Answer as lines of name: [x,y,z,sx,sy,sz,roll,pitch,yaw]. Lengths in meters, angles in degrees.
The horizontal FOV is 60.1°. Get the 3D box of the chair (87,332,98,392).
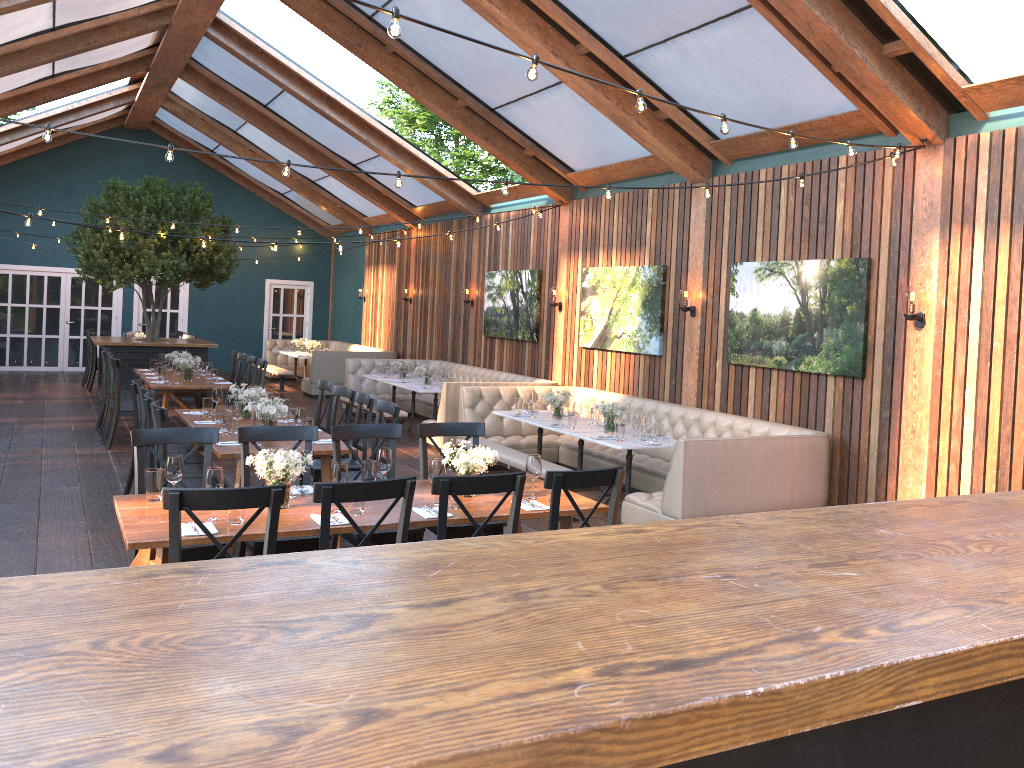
chair: [-7.166,-0.386,15.605,0.539,1.019,0.479,2,2,-28]

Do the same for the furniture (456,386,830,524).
furniture: [1.068,0.651,8.886,1.708,0.857,4.173,1,5,-28]

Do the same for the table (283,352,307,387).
table: [-4.217,-0.283,18.066,0.798,0.671,0.801,1,4,-27]

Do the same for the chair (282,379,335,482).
chair: [-1.929,0.486,8.230,0.539,1.019,0.479,2,2,-28]

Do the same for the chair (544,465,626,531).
chair: [0.246,0.904,4.512,0.477,1.019,0.541,2,2,-33]

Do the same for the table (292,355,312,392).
table: [-3.840,-0.204,17.343,0.798,0.671,0.801,1,4,-29]

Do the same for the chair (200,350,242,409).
chair: [-4.025,0.046,12.250,0.539,1.019,0.479,2,2,-28]

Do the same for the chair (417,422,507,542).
chair: [-0.336,0.782,5.629,0.477,1.019,0.541,2,2,-28]

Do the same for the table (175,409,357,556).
table: [-2.104,0.711,7.198,0.949,0.728,2.440,1,5,-28]

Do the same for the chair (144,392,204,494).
chair: [-2.533,0.592,6.649,0.539,1.019,0.479,2,2,-22]

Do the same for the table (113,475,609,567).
table: [-0.775,0.986,4.700,2.429,0.729,0.954,0,4,-28]

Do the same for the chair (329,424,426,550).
chair: [-0.832,0.781,5.370,0.477,1.019,0.541,2,2,-33]

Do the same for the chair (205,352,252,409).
chair: [-3.766,0.101,11.753,0.539,1.019,0.479,1,2,-33]

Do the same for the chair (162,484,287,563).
chair: [-1.242,0.901,3.734,0.477,1.019,0.541,2,2,-23]

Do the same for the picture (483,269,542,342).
picture: [-0.020,-1.160,12.930,0.065,0.996,1.656,2,4,-28]

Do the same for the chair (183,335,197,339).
chair: [-6.082,-0.382,16.153,0.539,1.019,0.478,1,2,-45]

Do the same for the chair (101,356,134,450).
chair: [-4.380,0.207,10.169,0.539,1.019,0.479,1,2,-33]

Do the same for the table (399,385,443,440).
table: [-1.039,0.384,11.971,0.798,0.671,0.801,1,4,-28]

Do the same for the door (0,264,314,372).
door: [-8.461,-1.370,19.456,8.166,2.206,0.174,0,2,-28]

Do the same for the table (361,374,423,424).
table: [-1.793,0.226,13.417,0.798,0.671,0.801,1,4,-29]

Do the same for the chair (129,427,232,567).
chair: [-1.824,0.779,4.851,0.477,1.019,0.541,2,2,-33]

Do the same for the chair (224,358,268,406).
chair: [-3.248,0.209,10.761,0.539,1.019,0.479,2,2,-23]

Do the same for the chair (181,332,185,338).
chair: [-6.590,-0.492,17.170,0.539,1.019,0.479,2,2,-23]

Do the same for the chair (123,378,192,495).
chair: [-3.050,0.484,7.636,0.539,1.019,0.478,2,2,-20]

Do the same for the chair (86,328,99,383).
chair: [-7.928,-0.549,17.102,0.539,1.019,0.479,2,2,-22]

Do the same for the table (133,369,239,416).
table: [-4.188,0.274,11.196,0.949,0.728,2.440,1,5,-28]

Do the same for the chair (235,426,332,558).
chair: [-1.328,0.780,5.110,0.477,1.019,0.541,2,2,-28]

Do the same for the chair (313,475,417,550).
chair: [-0.746,0.902,3.993,0.477,1.019,0.541,2,2,-33]

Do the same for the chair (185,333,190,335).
chair: [-6.331,-0.438,16.674,0.539,1.019,0.479,2,2,-28]

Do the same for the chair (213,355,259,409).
chair: [-3.507,0.155,11.257,0.539,1.019,0.479,2,2,-28]

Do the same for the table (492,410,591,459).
table: [0.295,0.664,9.412,0.798,0.671,0.801,1,4,-29]

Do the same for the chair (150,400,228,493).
chair: [-2.269,0.647,6.156,0.539,1.019,0.479,2,2,-28]

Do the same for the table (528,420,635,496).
table: [0.672,0.743,8.689,0.798,0.671,0.801,1,4,-27]

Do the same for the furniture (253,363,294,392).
furniture: [-4.823,-0.149,17.767,0.312,0.398,2.337,1,5,-28]

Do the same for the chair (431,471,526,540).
chair: [-0.250,0.903,4.252,0.477,1.019,0.541,2,2,-28]

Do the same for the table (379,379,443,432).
table: [-1.416,0.305,12.694,0.798,0.671,0.801,1,4,-27]

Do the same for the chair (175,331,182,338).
chair: [-6.848,-0.546,17.666,0.539,1.019,0.479,1,2,-33]

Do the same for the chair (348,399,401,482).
chair: [-1.152,0.649,6.740,0.539,1.019,0.479,2,2,-28]

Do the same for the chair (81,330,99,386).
chair: [-7.740,-0.495,16.568,0.539,1.019,0.479,2,2,-23]

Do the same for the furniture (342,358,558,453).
furniture: [-1.022,0.212,12.895,1.708,0.857,4.173,1,5,-28]

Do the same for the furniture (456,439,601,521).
furniture: [0.070,0.878,8.380,0.312,0.398,2.337,1,5,-28]

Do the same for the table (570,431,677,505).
table: [1.049,0.823,7.966,0.798,0.671,0.801,1,4,-28]

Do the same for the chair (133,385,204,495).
chair: [-2.762,0.539,7.146,0.539,1.019,0.479,2,2,-31]

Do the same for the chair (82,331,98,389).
chair: [-7.468,-0.441,16.079,0.539,1.019,0.479,1,2,-33]

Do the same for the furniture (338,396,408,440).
furniture: [-2.017,0.440,12.385,0.312,0.398,2.337,1,5,-28]

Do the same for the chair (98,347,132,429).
chair: [-5.145,0.044,11.663,0.539,1.019,0.479,2,2,-23]

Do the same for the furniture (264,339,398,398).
furniture: [-3.812,-0.373,18.247,1.708,0.857,4.173,1,5,-28]

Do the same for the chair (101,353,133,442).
chair: [-4.638,0.152,10.665,0.539,1.019,0.479,2,2,-25]

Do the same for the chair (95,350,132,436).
chair: [-4.919,0.098,11.151,0.539,1.019,0.479,1,2,-33]

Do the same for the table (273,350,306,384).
table: [-4.594,-0.362,18.789,0.798,0.671,0.801,1,4,-28]

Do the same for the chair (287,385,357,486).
chair: [-1.670,0.541,7.733,0.539,1.019,0.479,1,2,-33]

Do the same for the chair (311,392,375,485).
chair: [-1.411,0.595,7.237,0.539,1.019,0.479,2,2,-23]
